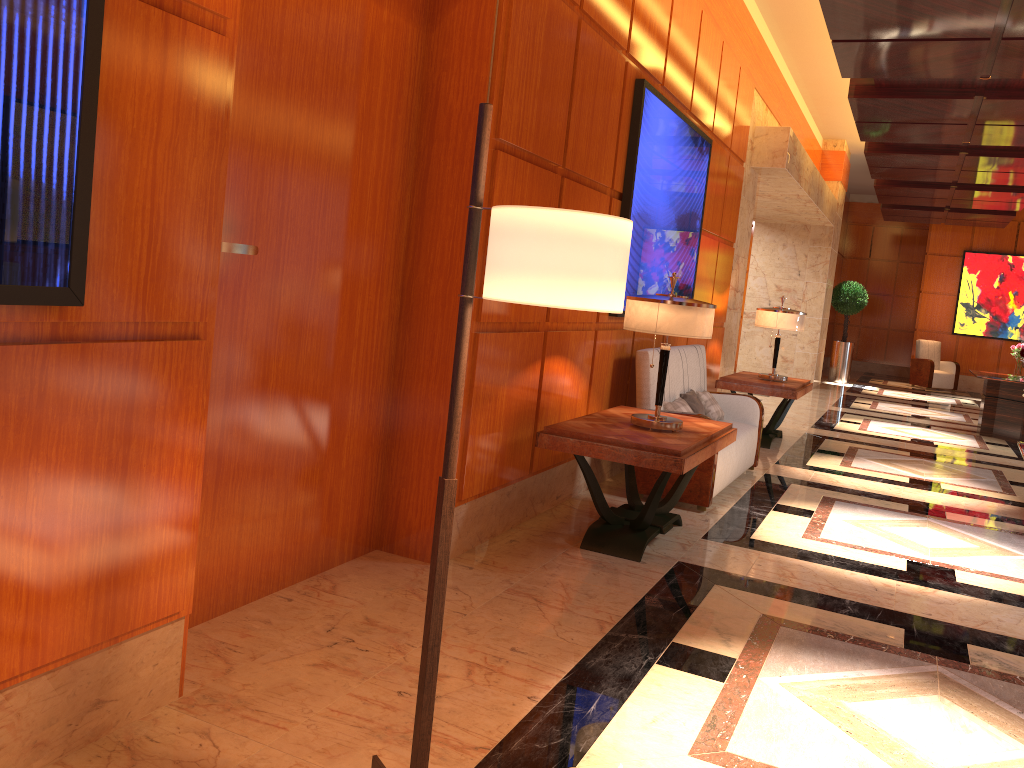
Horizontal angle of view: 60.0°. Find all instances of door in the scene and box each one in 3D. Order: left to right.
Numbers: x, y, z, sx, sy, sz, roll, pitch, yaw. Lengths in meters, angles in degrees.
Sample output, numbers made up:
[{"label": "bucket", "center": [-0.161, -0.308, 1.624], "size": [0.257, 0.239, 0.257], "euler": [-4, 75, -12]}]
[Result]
[{"label": "door", "center": [-0.653, -0.483, 3.207], "size": [0.341, 2.643, 1.540], "euler": [8, 5, 24]}]

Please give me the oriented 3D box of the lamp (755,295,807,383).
[{"label": "lamp", "center": [2.504, -0.431, 8.337], "size": [0.460, 0.807, 0.459], "euler": [9, 6, 33]}]

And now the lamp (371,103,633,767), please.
[{"label": "lamp", "center": [-0.063, 0.225, 1.963], "size": [0.527, 1.656, 0.360], "euler": [7, 5, 14]}]

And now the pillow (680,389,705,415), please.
[{"label": "pillow", "center": [1.277, 0.181, 6.276], "size": [0.160, 0.252, 0.358], "euler": [8, 6, 20]}]

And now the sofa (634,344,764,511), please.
[{"label": "sofa", "center": [1.343, 0.227, 6.269], "size": [0.614, 0.929, 1.801], "euler": [8, 7, 24]}]

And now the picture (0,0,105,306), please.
[{"label": "picture", "center": [-1.306, -0.830, 1.006], "size": [0.057, 1.447, 1.999], "euler": [8, 6, 24]}]

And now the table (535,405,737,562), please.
[{"label": "table", "center": [0.679, 0.515, 4.699], "size": [0.727, 0.605, 1.272], "euler": [9, 7, 24]}]

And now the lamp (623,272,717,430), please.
[{"label": "lamp", "center": [0.789, -0.178, 4.555], "size": [0.458, 0.791, 0.460], "euler": [5, 5, -14]}]

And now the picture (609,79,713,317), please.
[{"label": "picture", "center": [1.114, -1.198, 6.341], "size": [0.057, 1.447, 1.999], "euler": [8, 6, 24]}]

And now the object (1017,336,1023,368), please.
[{"label": "object", "center": [6.533, -0.354, 10.747], "size": [0.650, 0.656, 0.681], "euler": [8, 6, 15]}]

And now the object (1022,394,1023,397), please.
[{"label": "object", "center": [3.668, 0.216, 5.658], "size": [0.788, 0.615, 0.419], "euler": [6, 5, 1]}]

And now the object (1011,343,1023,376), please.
[{"label": "object", "center": [8.881, -0.417, 15.494], "size": [0.352, 0.594, 0.326], "euler": [11, 7, 44]}]

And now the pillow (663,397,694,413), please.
[{"label": "pillow", "center": [1.122, 0.221, 5.869], "size": [0.195, 0.226, 0.344], "euler": [9, 7, 29]}]

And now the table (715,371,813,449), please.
[{"label": "table", "center": [2.423, 0.250, 8.542], "size": [0.727, 0.605, 1.272], "euler": [9, 7, 24]}]

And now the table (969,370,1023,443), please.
[{"label": "table", "center": [6.465, 0.339, 10.818], "size": [1.604, 0.742, 1.603], "euler": [9, 7, 24]}]

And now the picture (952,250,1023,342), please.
[{"label": "picture", "center": [10.072, -1.738, 17.820], "size": [2.001, 1.731, 0.056], "euler": [9, 5, 24]}]

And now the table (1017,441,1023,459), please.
[{"label": "table", "center": [3.709, 0.767, 5.785], "size": [0.724, 0.494, 1.562], "euler": [9, 7, 27]}]

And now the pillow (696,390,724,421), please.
[{"label": "pillow", "center": [1.491, 0.172, 6.670], "size": [0.203, 0.229, 0.273], "euler": [9, 6, 26]}]

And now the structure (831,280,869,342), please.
[{"label": "structure", "center": [6.389, -1.141, 16.977], "size": [0.721, 1.707, 0.724], "euler": [6, 5, 2]}]

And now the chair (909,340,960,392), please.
[{"label": "chair", "center": [8.517, -0.383, 17.860], "size": [0.737, 0.958, 0.631], "euler": [4, 5, -17]}]
